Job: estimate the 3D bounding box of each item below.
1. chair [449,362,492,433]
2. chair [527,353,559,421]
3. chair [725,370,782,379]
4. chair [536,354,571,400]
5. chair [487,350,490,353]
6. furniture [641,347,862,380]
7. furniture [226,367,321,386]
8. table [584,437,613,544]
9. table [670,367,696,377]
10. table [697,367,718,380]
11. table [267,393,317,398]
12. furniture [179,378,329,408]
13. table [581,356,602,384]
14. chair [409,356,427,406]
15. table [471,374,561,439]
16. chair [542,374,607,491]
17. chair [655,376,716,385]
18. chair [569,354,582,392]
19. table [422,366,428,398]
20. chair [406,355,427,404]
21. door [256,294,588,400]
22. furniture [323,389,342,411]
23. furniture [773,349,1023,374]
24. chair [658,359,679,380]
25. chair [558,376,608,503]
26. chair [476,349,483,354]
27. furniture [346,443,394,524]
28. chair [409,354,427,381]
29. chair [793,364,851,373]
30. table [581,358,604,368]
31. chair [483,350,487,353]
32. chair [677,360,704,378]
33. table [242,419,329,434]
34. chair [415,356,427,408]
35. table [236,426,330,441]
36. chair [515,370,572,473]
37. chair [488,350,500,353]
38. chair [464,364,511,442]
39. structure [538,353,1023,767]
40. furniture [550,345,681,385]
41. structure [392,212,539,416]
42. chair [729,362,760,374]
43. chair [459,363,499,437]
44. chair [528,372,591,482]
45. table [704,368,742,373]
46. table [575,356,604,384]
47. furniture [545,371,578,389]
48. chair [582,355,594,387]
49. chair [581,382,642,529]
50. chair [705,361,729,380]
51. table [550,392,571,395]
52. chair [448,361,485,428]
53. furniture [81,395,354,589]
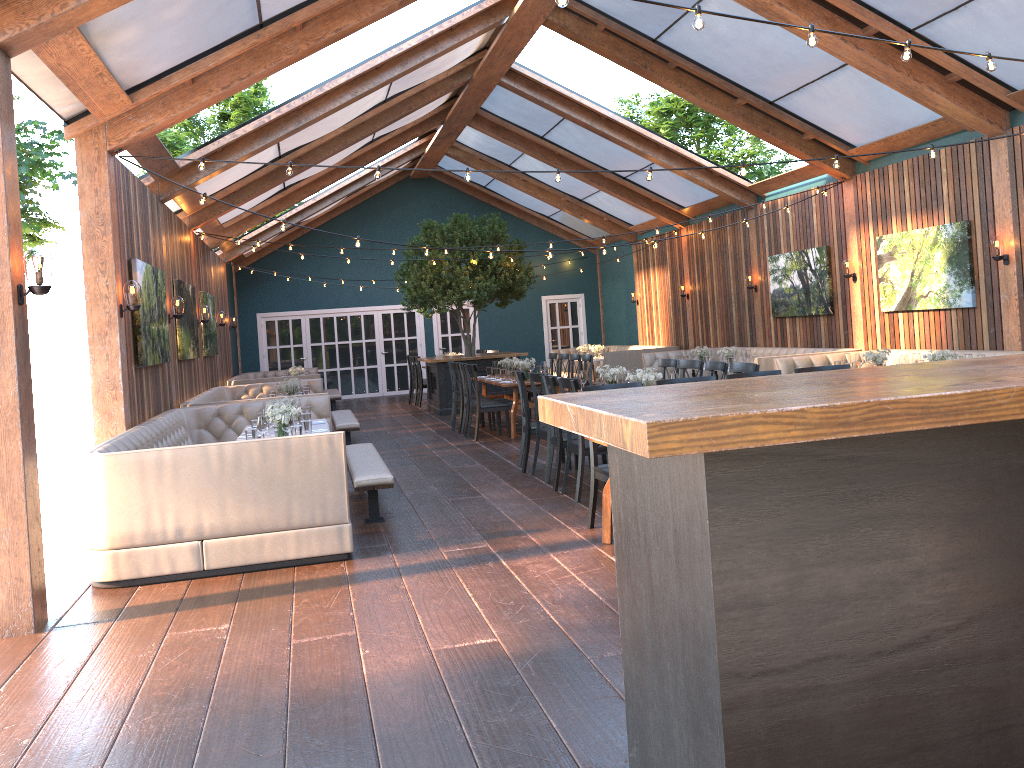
[{"bbox_3d":[-0.621,0.172,13.069,0.540,1.020,0.477,-4,1,-18],"label":"chair"},{"bbox_3d":[0.518,0.040,13.910,0.540,1.020,0.477,-4,1,-13],"label":"chair"},{"bbox_3d":[1.894,0.429,6.447,0.478,1.020,0.539,-4,1,-18],"label":"chair"},{"bbox_3d":[0.645,0.067,13.364,0.540,1.020,0.477,-4,1,-18],"label":"chair"},{"bbox_3d":[-0.612,-0.198,18.772,0.540,1.020,0.477,-4,1,-13],"label":"chair"},{"bbox_3d":[3.591,-0.081,13.781,1.711,0.858,4.160,-5,4,-13],"label":"furniture"},{"bbox_3d":[-4.776,0.214,18.043,1.711,0.858,4.160,-5,4,-13],"label":"furniture"},{"bbox_3d":[1.799,0.625,5.780,2.433,0.730,0.951,-5,2,-13],"label":"table"},{"bbox_3d":[2.985,0.009,14.477,0.799,0.672,0.799,-4,2,-14],"label":"table"},{"bbox_3d":[3.170,0.048,13.682,0.799,0.672,0.799,-4,2,-13],"label":"table"},{"bbox_3d":[-3.206,0.525,13.031,0.799,0.672,0.799,-4,2,-14],"label":"table"},{"bbox_3d":[-3.406,0.502,12.150,1.711,0.858,4.160,-5,4,-13],"label":"furniture"},{"bbox_3d":[1.613,-0.279,20.382,0.799,0.672,0.799,-4,2,-14],"label":"table"},{"bbox_3d":[-1.860,-0.094,18.481,0.540,1.020,0.477,-4,1,-18],"label":"chair"},{"bbox_3d":[0.113,0.277,12.925,0.951,0.729,2.432,-4,3,-13],"label":"table"},{"bbox_3d":[0.567,0.412,8.112,0.540,1.020,0.477,-4,1,-7],"label":"chair"},{"bbox_3d":[1.349,0.475,6.320,0.478,1.020,0.539,-4,1,-13],"label":"chair"},{"bbox_3d":[0.771,0.093,12.819,0.540,1.020,0.477,-4,1,-13],"label":"chair"},{"bbox_3d":[-1.273,-0.015,18.891,0.951,0.729,2.432,-4,3,-13],"label":"table"},{"bbox_3d":[-2.001,-0.119,19.023,0.540,1.020,0.477,-4,1,-8],"label":"chair"},{"bbox_3d":[-2.045,-0.907,22.018,8.180,2.210,0.173,-5,0,-13],"label":"door"},{"bbox_3d":[-3.717,0.355,18.307,0.313,0.398,2.330,-4,4,-13],"label":"furniture"},{"bbox_3d":[4.614,0.134,9.376,1.711,0.858,4.160,-5,4,-13],"label":"furniture"},{"bbox_3d":[1.545,0.256,9.492,0.540,1.020,0.477,-4,1,-13],"label":"chair"},{"bbox_3d":[0.700,0.438,7.568,0.540,1.020,0.477,-4,1,-13],"label":"chair"},{"bbox_3d":[-0.866,-0.251,19.863,0.540,1.020,0.477,-4,1,-18],"label":"chair"},{"bbox_3d":[-1.320,0.860,7.990,0.313,0.398,2.330,-4,4,-13],"label":"furniture"},{"bbox_3d":[-2.050,-0.152,19.586,0.540,1.020,0.477,-4,1,-8],"label":"chair"},{"bbox_3d":[2.438,0.384,6.574,0.478,1.020,0.539,-4,1,-13],"label":"chair"},{"bbox_3d":[1.982,-0.202,18.792,0.799,0.672,0.799,-4,2,-14],"label":"table"},{"bbox_3d":[-0.739,-0.224,19.318,0.540,1.020,0.477,-4,1,-8],"label":"chair"},{"bbox_3d":[1.672,0.283,8.946,0.540,1.020,0.477,-4,1,-18],"label":"chair"},{"bbox_3d":[-2.183,0.741,8.629,0.799,0.672,0.799,-4,2,-14],"label":"table"},{"bbox_3d":[-1.686,-0.071,17.946,0.540,1.020,0.477,-4,1,-13],"label":"chair"},{"bbox_3d":[-1.999,0.779,7.834,0.799,0.672,0.799,-4,2,-13],"label":"table"},{"bbox_3d":[0.313,0.359,9.197,0.540,1.020,0.477,-4,1,-5],"label":"chair"},{"bbox_3d":[-0.501,-0.169,18.205,0.540,1.020,0.476,-4,1,-30],"label":"chair"},{"bbox_3d":[-0.343,0.223,11.983,0.540,1.020,0.477,-4,1,-18],"label":"chair"},{"bbox_3d":[3.519,0.416,2.962,6.808,1.275,0.856,-5,1,-13],"label":"structure"},{"bbox_3d":[2.223,-0.369,19.664,1.711,0.858,4.160,-5,4,-13],"label":"furniture"},{"bbox_3d":[-0.819,-1.381,16.544,2.715,3.696,2.853,-4,1,-4],"label":"structure"},{"bbox_3d":[1.925,0.336,7.855,0.540,1.020,0.477,-4,1,-13],"label":"chair"},{"bbox_3d":[-0.470,0.197,12.528,0.540,1.020,0.477,-4,1,-10],"label":"chair"},{"bbox_3d":[0.469,0.384,8.651,0.540,1.020,0.477,-4,1,-16],"label":"chair"},{"bbox_3d":[3.354,0.087,12.888,0.799,0.672,0.799,-4,2,-14],"label":"table"},{"bbox_3d":[1.797,-0.240,19.587,0.799,0.672,0.799,-4,2,-13],"label":"table"},{"bbox_3d":[1.152,-0.051,19.445,0.313,0.398,2.330,-4,4,-13],"label":"furniture"},{"bbox_3d":[0.898,0.120,12.273,0.540,1.020,0.477,-4,1,-8],"label":"chair"},{"bbox_3d":[0.805,0.520,6.193,0.478,1.020,0.539,-4,1,-18],"label":"chair"},{"bbox_3d":[1.798,0.309,8.401,0.540,1.020,0.477,-4,1,-8],"label":"chair"},{"bbox_3d":[1.134,0.492,8.532,0.951,0.729,2.432,-4,3,-13],"label":"table"},{"bbox_3d":[-0.712,0.143,13.622,0.540,1.020,0.477,-4,1,-8],"label":"chair"},{"bbox_3d":[-2.380,0.718,7.735,1.711,0.858,4.160,-5,4,-13],"label":"furniture"}]
